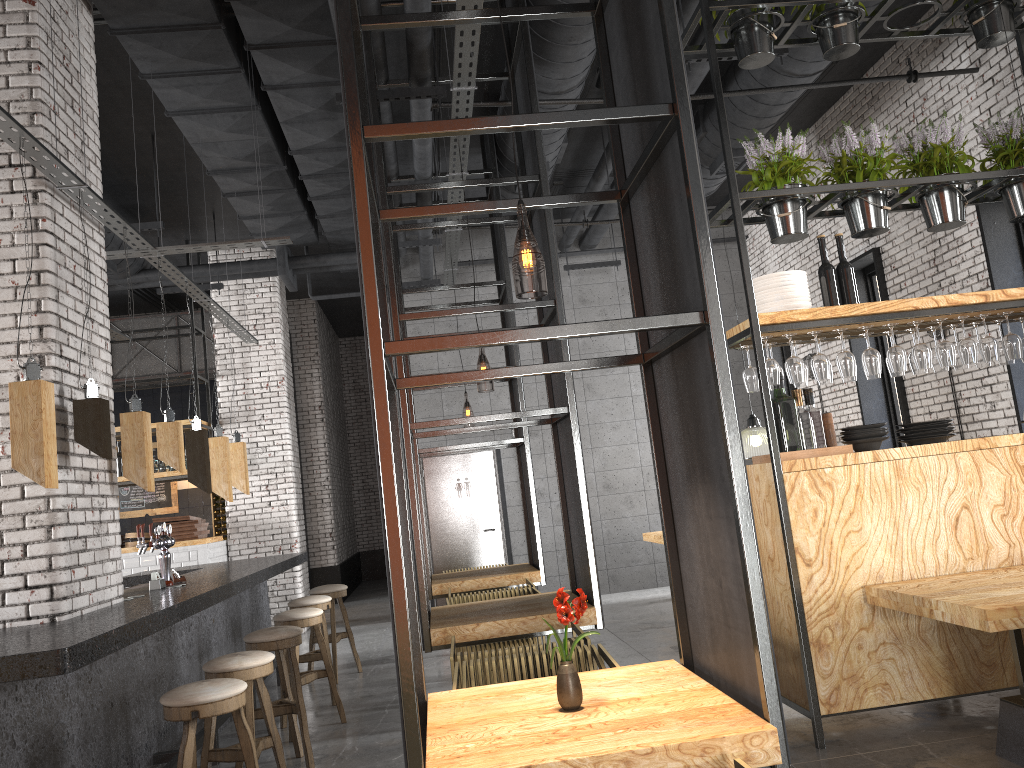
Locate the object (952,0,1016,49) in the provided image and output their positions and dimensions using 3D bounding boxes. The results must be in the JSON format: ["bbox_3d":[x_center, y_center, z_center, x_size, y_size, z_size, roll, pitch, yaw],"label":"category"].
[{"bbox_3d":[2.926,-2.371,5.445,0.416,0.560,0.466,-7,-8,4],"label":"object"}]

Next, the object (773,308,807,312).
[{"bbox_3d":[1.538,-0.379,5.042,0.334,0.033,0.334,-11,-8,32],"label":"object"}]

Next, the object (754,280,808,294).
[{"bbox_3d":[1.520,-0.529,5.064,0.335,0.041,0.333,-2,-9,-36],"label":"object"}]

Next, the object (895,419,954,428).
[{"bbox_3d":[2.328,0.232,5.001,0.306,0.040,0.305,-4,-7,-23],"label":"object"}]

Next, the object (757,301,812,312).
[{"bbox_3d":[1.534,-0.418,5.047,0.335,0.037,0.334,-1,-9,-39],"label":"object"}]

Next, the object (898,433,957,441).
[{"bbox_3d":[2.337,0.310,4.987,0.305,0.041,0.305,-8,-7,11],"label":"object"}]

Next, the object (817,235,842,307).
[{"bbox_3d":[1.816,-0.626,5.104,0.098,0.472,0.098,-2,-9,-28],"label":"object"}]

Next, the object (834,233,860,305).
[{"bbox_3d":[1.923,-0.637,5.115,0.098,0.472,0.098,-2,-9,-28],"label":"object"}]

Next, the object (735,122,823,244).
[{"bbox_3d":[1.571,-1.111,5.154,0.416,0.560,0.466,0,-10,-40],"label":"object"}]

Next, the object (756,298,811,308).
[{"bbox_3d":[1.531,-0.437,5.050,0.334,0.040,0.334,0,-9,-42],"label":"object"}]

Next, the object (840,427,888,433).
[{"bbox_3d":[1.981,0.291,4.979,0.257,0.072,0.256,-6,-7,-6],"label":"object"}]

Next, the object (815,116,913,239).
[{"bbox_3d":[2.066,-1.158,5.242,0.467,0.560,0.415,-5,-8,-11],"label":"object"}]

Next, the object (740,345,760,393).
[{"bbox_3d":[1.376,-0.087,5.118,0.101,0.268,0.101,-11,-9,30],"label":"object"}]

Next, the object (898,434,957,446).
[{"bbox_3d":[2.338,0.321,4.987,0.305,0.035,0.305,-11,-8,32],"label":"object"}]

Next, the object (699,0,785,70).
[{"bbox_3d":[1.429,-2.207,5.351,0.467,0.560,0.415,-2,-9,-31],"label":"object"}]

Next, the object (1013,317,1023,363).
[{"bbox_3d":[3.066,-0.263,5.293,0.101,0.268,0.101,-10,-9,25],"label":"object"}]

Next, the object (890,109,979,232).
[{"bbox_3d":[2.540,-1.206,5.299,0.415,0.560,0.467,-13,-10,40],"label":"object"}]

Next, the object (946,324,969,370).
[{"bbox_3d":[2.637,-0.218,5.249,0.101,0.268,0.101,-11,-9,30],"label":"object"}]

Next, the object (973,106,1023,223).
[{"bbox_3d":[3.040,-1.263,5.308,0.416,0.560,0.466,-8,-8,13],"label":"object"}]

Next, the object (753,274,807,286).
[{"bbox_3d":[1.516,-0.568,5.069,0.335,0.039,0.334,-3,-8,-31],"label":"object"}]

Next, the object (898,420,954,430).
[{"bbox_3d":[2.329,0.246,4.999,0.305,0.049,0.305,-9,-7,19],"label":"object"}]

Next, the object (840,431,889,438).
[{"bbox_3d":[1.983,0.313,4.976,0.257,0.075,0.256,-9,-7,19],"label":"object"}]

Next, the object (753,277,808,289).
[{"bbox_3d":[1.518,-0.549,5.067,0.335,0.044,0.333,-2,-8,-35],"label":"object"}]

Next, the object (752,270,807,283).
[{"bbox_3d":[1.514,-0.587,5.072,0.335,0.039,0.333,-2,-8,-32],"label":"object"}]

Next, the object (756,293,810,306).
[{"bbox_3d":[1.529,-0.456,5.054,0.335,0.039,0.334,-1,-9,-39],"label":"object"}]

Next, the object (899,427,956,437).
[{"bbox_3d":[2.333,0.287,4.991,0.305,0.046,0.306,-13,-9,41],"label":"object"}]

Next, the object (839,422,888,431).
[{"bbox_3d":[1.979,0.266,4.983,0.256,0.076,0.256,-11,-8,31],"label":"object"}]

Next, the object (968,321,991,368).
[{"bbox_3d":[2.774,-0.233,5.263,0.101,0.268,0.101,-11,-9,30],"label":"object"}]

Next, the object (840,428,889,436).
[{"bbox_3d":[1.981,0.295,4.978,0.257,0.072,0.256,-2,-8,-33],"label":"object"}]

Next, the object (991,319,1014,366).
[{"bbox_3d":[2.920,-0.248,5.278,0.101,0.268,0.101,-10,-9,25],"label":"object"}]

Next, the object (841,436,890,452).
[{"bbox_3d":[1.986,0.344,4.971,0.257,0.068,0.256,-7,-7,2],"label":"object"}]

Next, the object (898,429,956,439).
[{"bbox_3d":[2.335,0.295,4.990,0.306,0.044,0.305,-6,-7,-5],"label":"object"}]

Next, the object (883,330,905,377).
[{"bbox_3d":[2.243,-0.177,5.208,0.101,0.268,0.101,-11,-9,30],"label":"object"}]

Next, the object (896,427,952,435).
[{"bbox_3d":[2.333,0.272,4.993,0.305,0.042,0.306,-13,-9,41],"label":"object"}]

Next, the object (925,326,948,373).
[{"bbox_3d":[2.511,-0.205,5.235,0.101,0.268,0.101,-11,-9,30],"label":"object"}]

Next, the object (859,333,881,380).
[{"bbox_3d":[2.097,-0.162,5.193,0.101,0.268,0.101,-11,-9,30],"label":"object"}]

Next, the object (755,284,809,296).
[{"bbox_3d":[1.522,-0.510,5.060,0.334,0.043,0.334,-4,-7,-22],"label":"object"}]

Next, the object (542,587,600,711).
[{"bbox_3d":[0.191,0.813,2.749,0.156,0.356,0.171,-14,-10,42],"label":"object"}]

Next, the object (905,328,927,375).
[{"bbox_3d":[2.381,-0.192,5.222,0.101,0.268,0.101,-11,-9,30],"label":"object"}]

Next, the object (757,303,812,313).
[{"bbox_3d":[1.535,-0.399,5.046,0.335,0.046,0.333,-3,-8,-25],"label":"object"}]

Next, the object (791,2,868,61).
[{"bbox_3d":[1.949,-2.266,5.370,0.466,0.560,0.416,-13,-10,42],"label":"object"}]

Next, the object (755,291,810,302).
[{"bbox_3d":[1.527,-0.476,5.055,0.334,0.040,0.334,-9,-7,16],"label":"object"}]

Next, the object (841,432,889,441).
[{"bbox_3d":[1.983,0.320,4.975,0.257,0.076,0.256,-6,-7,-6],"label":"object"}]

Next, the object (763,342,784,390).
[{"bbox_3d":[1.513,-0.101,5.132,0.101,0.268,0.101,-11,-9,30],"label":"object"}]

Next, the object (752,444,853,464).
[{"bbox_3d":[1.624,0.400,4.983,0.411,0.050,0.410,-6,-7,-7],"label":"object"}]

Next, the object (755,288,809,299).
[{"bbox_3d":[1.525,-0.491,5.058,0.334,0.039,0.334,-7,-7,2],"label":"object"}]

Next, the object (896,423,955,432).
[{"bbox_3d":[2.331,0.257,4.996,0.306,0.037,0.305,-6,-7,-5],"label":"object"}]
